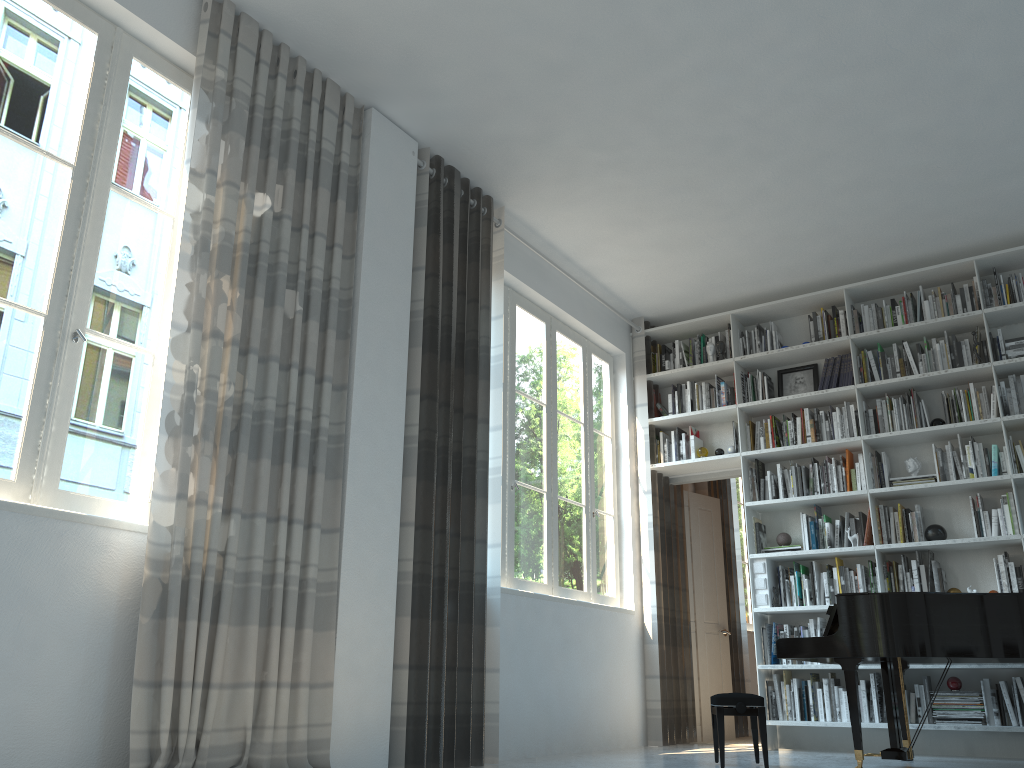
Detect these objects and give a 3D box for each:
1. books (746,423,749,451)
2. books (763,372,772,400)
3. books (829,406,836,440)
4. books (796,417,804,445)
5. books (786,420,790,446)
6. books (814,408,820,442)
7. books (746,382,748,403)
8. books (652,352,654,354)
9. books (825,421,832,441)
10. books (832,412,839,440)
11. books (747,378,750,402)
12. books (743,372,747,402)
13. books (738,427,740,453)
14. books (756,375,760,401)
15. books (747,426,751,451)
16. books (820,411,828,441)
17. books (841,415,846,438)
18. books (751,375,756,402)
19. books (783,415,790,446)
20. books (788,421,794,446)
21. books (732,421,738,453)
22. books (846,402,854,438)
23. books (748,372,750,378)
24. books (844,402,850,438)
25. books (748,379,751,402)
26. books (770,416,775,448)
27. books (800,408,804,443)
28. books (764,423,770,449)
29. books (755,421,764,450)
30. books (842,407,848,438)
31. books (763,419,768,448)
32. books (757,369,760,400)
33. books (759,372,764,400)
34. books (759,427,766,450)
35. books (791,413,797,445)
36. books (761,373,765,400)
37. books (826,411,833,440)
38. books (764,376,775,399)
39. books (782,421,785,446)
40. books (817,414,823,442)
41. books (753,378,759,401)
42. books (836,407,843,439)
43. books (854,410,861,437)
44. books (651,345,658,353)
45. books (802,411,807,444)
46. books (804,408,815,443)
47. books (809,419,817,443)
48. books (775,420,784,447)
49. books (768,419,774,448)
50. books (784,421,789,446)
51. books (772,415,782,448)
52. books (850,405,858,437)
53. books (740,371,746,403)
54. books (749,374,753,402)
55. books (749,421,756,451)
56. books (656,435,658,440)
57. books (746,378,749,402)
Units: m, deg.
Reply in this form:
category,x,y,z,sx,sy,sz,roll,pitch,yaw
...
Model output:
category,x,y,z,sx,sy,sz,roll,pitch,yaw
books,1.790,0.435,6.635,0.012,0.253,0.161,-11,-22,31
books,1.924,0.055,6.650,0.012,0.254,0.167,-11,-22,31
books,2.301,0.311,6.305,0.012,0.280,0.188,-11,-22,31
books,2.103,0.376,6.431,0.047,0.237,0.163,-11,-22,31
books,2.040,0.392,6.465,0.011,0.228,0.170,-11,-22,31
books,2.216,0.331,6.372,0.025,0.285,0.161,-11,-22,31
books,1.807,0.107,6.726,0.015,0.206,0.172,-11,-22,31
books,1.179,-0.124,7.250,0.011,0.240,0.151,-11,-22,31
books,2.271,0.368,6.323,0.022,0.185,0.137,-11,-22,31
books,2.316,0.330,6.282,0.031,0.230,0.172,-11,-22,31
books,1.823,0.086,6.705,0.009,0.228,0.185,-11,-22,31
books,1.796,0.069,6.741,0.006,0.286,0.148,-11,-22,31
books,1.739,0.442,6.679,0.044,0.268,0.134,-11,-22,31
books,1.880,0.070,6.680,0.019,0.243,0.153,-11,-22,31
books,1.800,0.440,6.616,0.022,0.231,0.151,-11,-22,31
books,2.251,0.337,6.350,0.029,0.260,0.158,-11,-22,31
books,2.360,0.338,6.265,0.013,0.205,0.172,-11,-22,31
books,1.843,0.071,6.685,0.004,0.245,0.189,-11,-22,31
books,2.021,0.375,6.491,0.012,0.276,0.151,-11,-22,31
books,2.054,0.392,6.447,0.031,0.216,0.173,-11,-22,31
books,1.703,0.434,6.680,0.012,0.284,0.160,-11,-22,31
books,2.401,0.287,6.245,0.022,0.288,0.169,-11,-22,31
books,1.825,0.064,6.730,0.006,0.288,0.144,-11,-22,31
books,2.380,0.286,6.244,0.012,0.290,0.182,-11,-22,31
books,1.823,0.089,6.691,0.004,0.213,0.187,-11,-22,31
books,1.945,0.386,6.531,0.020,0.280,0.165,-11,-22,31
books,2.131,0.340,6.428,0.014,0.302,0.152,-11,-22,31
books,1.912,0.416,6.541,0.030,0.229,0.172,-11,-22,31
books,1.849,0.421,6.598,0.062,0.257,0.153,-11,-22,31
books,2.381,0.309,6.272,0.024,0.265,0.155,-11,-22,31
books,1.897,0.406,6.560,0.010,0.262,0.151,-11,-22,31
books,1.889,0.050,6.678,0.005,0.280,0.191,-11,-22,31
books,1.896,0.056,6.660,0.023,0.257,0.184,-11,-22,31
books,1.873,0.436,6.546,0.026,0.194,0.176,-11,-22,31
books,2.076,0.363,6.448,0.014,0.271,0.181,-11,-22,31
books,1.915,0.059,6.657,0.011,0.249,0.168,-11,-22,31
books,2.292,0.330,6.328,0.035,0.259,0.131,-11,-22,31
books,1.929,0.070,6.631,0.012,0.213,0.186,-11,-22,31
books,2.013,0.401,6.493,0.012,0.229,0.150,-11,-22,31
books,2.226,0.350,6.344,0.013,0.231,0.172,-11,-22,31
books,1.864,0.081,6.673,0.018,0.218,0.187,-11,-22,31
books,2.338,0.310,6.273,0.022,0.262,0.175,-11,-22,31
books,2.441,0.309,6.175,0.039,0.201,0.236,-11,-22,31
books,1.162,-0.157,7.257,0.012,0.306,0.181,-11,-22,31
books,2.136,0.347,6.398,0.023,0.270,0.187,-11,-22,31
books,2.156,0.334,6.382,0.030,0.284,0.185,-11,-22,31
books,2.178,0.371,6.350,0.029,0.194,0.192,-11,-22,31
books,1.986,0.395,6.508,0.047,0.249,0.134,-11,-22,31
books,1.929,0.401,6.532,0.014,0.251,0.187,-11,-22,31
books,2.026,0.397,6.465,0.014,0.217,0.164,-11,-22,31
books,1.952,0.382,6.513,0.011,0.276,0.164,-11,-22,31
books,2.424,0.293,6.224,0.035,0.263,0.178,-11,-22,31
books,1.778,0.065,6.742,0.005,0.291,0.184,-11,-22,31
books,1.836,0.070,6.706,0.009,0.259,0.184,-11,-22,31
books,1.809,0.420,6.605,0.012,0.262,0.180,-11,-22,31
books,1.160,0.545,6.998,0.011,0.271,0.189,-11,-22,31
books,1.815,0.089,6.726,0.005,0.237,0.154,-11,-22,31
